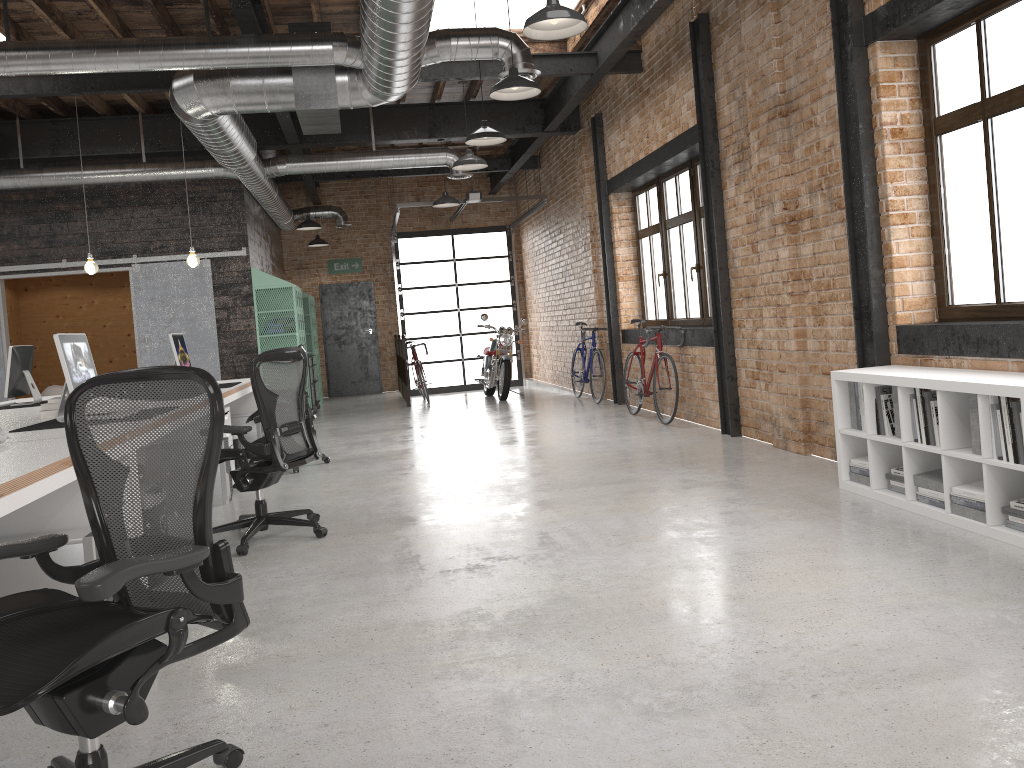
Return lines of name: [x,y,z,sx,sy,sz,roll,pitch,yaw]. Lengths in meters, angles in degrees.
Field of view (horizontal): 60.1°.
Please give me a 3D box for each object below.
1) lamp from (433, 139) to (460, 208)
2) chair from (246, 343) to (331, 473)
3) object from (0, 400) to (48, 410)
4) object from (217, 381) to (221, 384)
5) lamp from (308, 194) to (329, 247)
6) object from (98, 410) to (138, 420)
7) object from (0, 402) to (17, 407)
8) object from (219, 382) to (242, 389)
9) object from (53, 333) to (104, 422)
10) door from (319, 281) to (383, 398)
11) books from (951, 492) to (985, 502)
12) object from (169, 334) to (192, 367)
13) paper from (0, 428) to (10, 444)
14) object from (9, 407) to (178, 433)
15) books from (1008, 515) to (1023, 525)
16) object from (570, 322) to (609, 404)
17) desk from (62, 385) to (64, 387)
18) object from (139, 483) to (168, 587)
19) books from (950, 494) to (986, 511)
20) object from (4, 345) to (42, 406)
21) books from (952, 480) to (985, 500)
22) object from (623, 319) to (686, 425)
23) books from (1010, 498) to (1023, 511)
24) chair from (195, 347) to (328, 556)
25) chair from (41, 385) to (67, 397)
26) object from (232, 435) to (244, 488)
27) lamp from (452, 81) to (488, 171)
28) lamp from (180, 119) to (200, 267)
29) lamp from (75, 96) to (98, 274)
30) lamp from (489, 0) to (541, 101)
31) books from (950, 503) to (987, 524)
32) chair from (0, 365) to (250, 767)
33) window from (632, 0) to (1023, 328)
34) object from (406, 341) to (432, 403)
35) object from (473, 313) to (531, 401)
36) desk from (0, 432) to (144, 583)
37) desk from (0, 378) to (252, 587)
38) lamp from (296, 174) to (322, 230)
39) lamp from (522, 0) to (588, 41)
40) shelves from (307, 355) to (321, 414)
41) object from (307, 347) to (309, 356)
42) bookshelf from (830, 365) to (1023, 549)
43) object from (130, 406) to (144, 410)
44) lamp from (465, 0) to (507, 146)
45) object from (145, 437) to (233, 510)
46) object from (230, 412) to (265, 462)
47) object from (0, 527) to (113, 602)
lamp: [-0.889,-2.751,11.532,0.363,0.855,0.361,-6,2,-32]
chair: [-2.044,0.204,7.792,0.794,1.084,0.770,-6,2,-30]
object: [-4.107,0.181,7.271,0.688,0.008,0.849,-5,4,-10]
object: [-2.688,-0.009,8.021,0.106,0.028,0.059,-5,4,-10]
lamp: [-3.380,-3.043,15.199,0.362,1.337,0.361,-6,2,-32]
object: [-2.196,0.172,4.965,0.118,0.017,0.439,-5,4,-9]
object: [-4.216,0.177,7.274,0.118,0.017,0.439,-5,4,-9]
object: [-2.755,0.038,7.715,0.688,0.008,0.849,-5,4,-10]
object: [-2.438,-0.041,4.950,0.190,0.484,0.484,-5,3,-9]
door: [-3.007,-0.840,16.530,0.999,2.097,0.218,-5,1,-9]
books: [2.190,0.499,4.054,0.219,0.039,0.260,-5,4,-9]
object: [-2.884,-0.196,7.682,0.190,0.484,0.484,-5,3,-9]
paper: [-2.890,0.282,3.901,1.074,0.105,0.978,-1,6,45]
object: [-2.309,0.193,4.985,0.687,0.008,0.849,-5,4,-9]
books: [2.260,0.572,3.752,0.164,0.047,0.239,-5,4,-9]
object: [0.975,-0.300,11.679,0.402,1.038,1.739,-5,3,-14]
desk: [-5.691,0.299,13.270,2.000,0.730,0.999,-5,3,-9]
object: [-1.827,0.740,4.330,0.251,0.465,0.338,-5,2,-9]
books: [2.188,0.525,4.061,0.207,0.067,0.275,-5,4,-9]
object: [-4.013,-0.074,7.279,0.190,0.484,0.484,-5,3,-9]
books: [2.189,0.481,4.049,0.214,0.051,0.252,-5,4,-9]
object: [1.391,-0.155,9.129,0.402,1.038,1.739,-5,3,-14]
books: [2.276,0.510,3.742,0.199,0.054,0.240,-5,4,-8]
chair: [-1.477,0.349,5.064,0.792,1.084,0.771,-5,2,0]
chair: [-6.186,0.392,12.210,0.618,0.777,0.581,-5,2,-14]
object: [-2.276,0.584,7.084,0.251,0.465,0.338,-5,2,-9]
lamp: [-0.456,-2.600,8.881,0.361,0.855,0.362,-5,2,8]
lamp: [-3.116,-1.951,8.460,0.123,1.676,0.123,-5,1,-11]
lamp: [-4.021,-1.866,8.312,0.123,1.676,0.123,-5,1,-11]
lamp: [-0.012,-2.445,6.161,0.361,0.855,0.363,-4,2,13]
books: [2.198,0.575,4.071,0.217,0.072,0.290,-5,4,-9]
chair: [-0.966,0.520,2.029,0.769,1.084,0.794,-4,2,15]
window: [2.203,-1.264,6.472,0.147,1.688,8.646,-5,4,-9]
object: [-1.547,-0.204,14.657,0.410,1.032,1.737,-5,3,-3]
object: [-0.205,-0.446,13.966,0.814,1.358,2.177,-5,3,-21]
desk: [-2.431,0.849,1.334,2.313,0.768,5.117,-5,4,-9]
desk: [-3.256,0.562,6.386,2.313,0.768,5.117,-5,4,-9]
lamp: [-2.982,-2.905,12.762,0.362,1.337,0.361,-6,2,-32]
lamp: [0.180,-2.623,4.851,0.363,1.361,0.361,-6,2,-37]
shelves: [-3.249,0.016,13.482,0.567,0.854,0.986,-5,3,-9]
object: [-3.251,-0.514,13.457,0.309,0.262,0.460,-5,3,-9]
bookshelf: [2.191,0.291,4.399,0.400,0.683,1.546,-5,4,-9]
object: [-2.242,0.146,5.289,0.106,0.028,0.059,-5,4,-10]
lamp: [-0.283,-2.784,7.687,0.362,1.361,0.362,-5,1,-2]
object: [-2.300,0.645,6.343,0.541,0.454,0.221,-5,2,-9]
object: [-2.645,0.525,8.457,0.541,0.454,0.221,-5,2,-9]
object: [-1.815,0.813,3.372,0.541,0.454,0.221,-5,2,-9]
